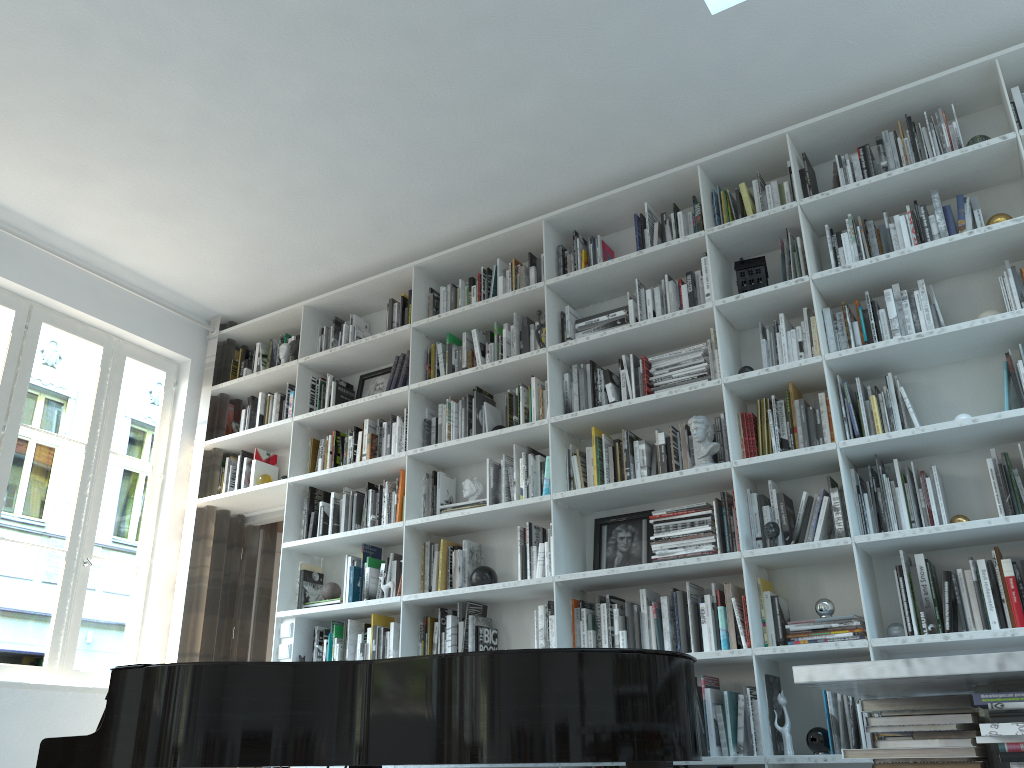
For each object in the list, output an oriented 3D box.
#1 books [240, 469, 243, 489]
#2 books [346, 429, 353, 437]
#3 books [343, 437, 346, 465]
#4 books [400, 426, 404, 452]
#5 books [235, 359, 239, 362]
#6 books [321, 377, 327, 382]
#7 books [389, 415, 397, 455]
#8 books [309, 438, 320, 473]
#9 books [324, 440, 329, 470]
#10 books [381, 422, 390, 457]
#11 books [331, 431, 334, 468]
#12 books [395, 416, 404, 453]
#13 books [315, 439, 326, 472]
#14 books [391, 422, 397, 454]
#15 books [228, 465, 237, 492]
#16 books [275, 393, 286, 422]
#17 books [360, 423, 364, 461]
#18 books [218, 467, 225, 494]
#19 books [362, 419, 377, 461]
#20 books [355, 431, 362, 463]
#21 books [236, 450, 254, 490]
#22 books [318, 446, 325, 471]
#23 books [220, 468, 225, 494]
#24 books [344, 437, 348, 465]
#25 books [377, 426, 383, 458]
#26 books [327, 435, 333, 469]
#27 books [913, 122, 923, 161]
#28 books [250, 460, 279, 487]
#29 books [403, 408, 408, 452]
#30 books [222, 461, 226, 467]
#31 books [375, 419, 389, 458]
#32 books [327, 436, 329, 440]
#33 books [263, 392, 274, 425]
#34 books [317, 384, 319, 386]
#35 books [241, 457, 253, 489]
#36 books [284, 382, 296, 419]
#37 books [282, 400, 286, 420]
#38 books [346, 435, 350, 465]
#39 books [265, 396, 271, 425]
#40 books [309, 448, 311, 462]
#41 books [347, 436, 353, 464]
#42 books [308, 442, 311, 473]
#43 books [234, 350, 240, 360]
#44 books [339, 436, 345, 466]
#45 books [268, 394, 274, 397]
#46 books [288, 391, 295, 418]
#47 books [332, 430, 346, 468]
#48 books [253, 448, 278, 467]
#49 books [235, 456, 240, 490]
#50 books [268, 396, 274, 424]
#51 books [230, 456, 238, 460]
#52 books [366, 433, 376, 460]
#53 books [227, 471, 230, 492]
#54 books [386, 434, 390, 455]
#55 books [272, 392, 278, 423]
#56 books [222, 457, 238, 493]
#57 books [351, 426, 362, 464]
[{"bbox_3d":[-1.572,0.616,5.393,0.024,0.192,0.181,-14,-26,29],"label":"books"},{"bbox_3d":[-0.892,0.407,5.034,0.012,0.276,0.151,-14,-26,29],"label":"books"},{"bbox_3d":[-0.900,0.432,5.034,0.012,0.229,0.150,-14,-26,29],"label":"books"},{"bbox_3d":[-0.548,0.349,4.821,0.013,0.205,0.173,-14,-26,29],"label":"books"},{"bbox_3d":[-1.761,-0.026,5.806,0.011,0.240,0.151,-14,-26,29],"label":"books"},{"bbox_3d":[-1.098,0.116,5.291,0.006,0.287,0.144,-14,-26,29],"label":"books"},{"bbox_3d":[-0.608,0.327,4.861,0.012,0.279,0.188,-14,-26,29],"label":"books"},{"bbox_3d":[-1.107,0.462,5.139,0.012,0.262,0.181,-14,-26,29],"label":"books"},{"bbox_3d":[-1.003,0.453,5.078,0.030,0.229,0.172,-14,-26,29],"label":"books"},{"bbox_3d":[-0.660,0.356,4.902,0.029,0.259,0.158,-14,-26,29],"label":"books"},{"bbox_3d":[-0.969,0.422,5.071,0.020,0.279,0.165,-14,-26,29],"label":"books"},{"bbox_3d":[-0.570,0.323,4.831,0.022,0.262,0.175,-14,-26,29],"label":"books"},{"bbox_3d":[-1.067,0.462,5.133,0.062,0.257,0.153,-14,-26,29],"label":"books"},{"bbox_3d":[-0.592,0.343,4.837,0.031,0.229,0.173,-14,-26,29],"label":"books"},{"bbox_3d":[-1.671,0.629,5.454,0.010,0.219,0.182,-14,-26,29],"label":"books"},{"bbox_3d":[-1.378,0.199,5.427,0.030,0.250,0.166,-14,-26,29],"label":"books"},{"bbox_3d":[-0.775,0.371,4.947,0.023,0.270,0.187,-14,-26,29],"label":"books"},{"bbox_3d":[-1.748,0.645,5.498,0.013,0.227,0.179,-14,-26,29],"label":"books"},{"bbox_3d":[-0.756,0.357,4.933,0.030,0.284,0.185,-14,-26,29],"label":"books"},{"bbox_3d":[-0.809,0.402,4.976,0.047,0.237,0.163,-14,-26,29],"label":"books"},{"bbox_3d":[-1.596,0.568,5.411,0.013,0.295,0.188,-14,-26,29],"label":"books"},{"bbox_3d":[-1.041,0.473,5.081,0.026,0.194,0.176,-14,-26,29],"label":"books"},{"bbox_3d":[-1.736,0.645,5.491,0.013,0.221,0.163,-14,-26,29],"label":"books"},{"bbox_3d":[-0.887,0.427,5.007,0.014,0.217,0.164,-14,-26,29],"label":"books"},{"bbox_3d":[-0.684,0.369,4.895,0.013,0.231,0.172,-14,-26,29],"label":"books"},{"bbox_3d":[-0.985,0.437,5.070,0.014,0.251,0.187,-14,-26,29],"label":"books"},{"bbox_3d":[1.758,-0.963,3.796,0.006,0.287,0.156,-14,-26,29],"label":"books"},{"bbox_3d":[-1.493,0.582,5.340,0.029,0.210,0.187,-14,-26,29],"label":"books"},{"bbox_3d":[-0.528,0.296,4.804,0.012,0.289,0.183,-14,-26,29],"label":"books"},{"bbox_3d":[-1.764,0.623,5.504,0.011,0.271,0.189,-14,-26,29],"label":"books"},{"bbox_3d":[-0.695,0.352,4.924,0.025,0.285,0.161,-14,-26,29],"label":"books"},{"bbox_3d":[-1.018,0.444,5.098,0.010,0.261,0.151,-14,-26,29],"label":"books"},{"bbox_3d":[-1.471,0.209,5.499,0.037,0.290,0.156,-14,-26,29],"label":"books"},{"bbox_3d":[-1.100,0.137,5.263,0.009,0.227,0.185,-14,-26,29],"label":"books"},{"bbox_3d":[-1.554,0.583,5.371,0.021,0.236,0.189,-14,-26,29],"label":"books"},{"bbox_3d":[-1.311,0.159,5.401,0.012,0.302,0.189,-14,-26,29],"label":"books"},{"bbox_3d":[-1.343,0.216,5.420,0.028,0.211,0.139,-14,-26,29],"label":"books"},{"bbox_3d":[-0.872,0.422,5.008,0.011,0.228,0.171,-14,-26,29],"label":"books"},{"bbox_3d":[-1.443,0.218,5.466,0.012,0.248,0.192,-14,-26,29],"label":"books"},{"bbox_3d":[-1.116,0.483,5.148,0.022,0.231,0.151,-14,-26,29],"label":"books"},{"bbox_3d":[-0.858,0.420,4.990,0.031,0.216,0.173,-14,-26,29],"label":"books"},{"bbox_3d":[-1.126,0.480,5.167,0.012,0.253,0.161,-14,-26,29],"label":"books"},{"bbox_3d":[-1.778,-0.058,5.814,0.012,0.306,0.181,-14,-26,29],"label":"books"},{"bbox_3d":[-0.928,0.428,5.049,0.047,0.248,0.134,-14,-26,29],"label":"books"},{"bbox_3d":[-1.454,0.212,5.476,0.013,0.267,0.162,-14,-26,29],"label":"books"},{"bbox_3d":[-1.270,0.179,5.356,0.029,0.228,0.192,-14,-26,29],"label":"books"},{"bbox_3d":[-0.961,0.416,5.054,0.011,0.276,0.164,-14,-26,29],"label":"books"},{"bbox_3d":[-1.505,0.551,5.377,0.013,0.297,0.179,-14,-26,29],"label":"books"},{"bbox_3d":[-1.629,0.593,5.451,0.022,0.280,0.157,-14,-26,29],"label":"books"},{"bbox_3d":[-1.429,0.217,5.457,0.022,0.243,0.174,-14,-26,29],"label":"books"},{"bbox_3d":[-1.713,0.612,5.518,0.013,0.301,0.135,-14,-26,29],"label":"books"},{"bbox_3d":[-0.732,0.391,4.898,0.029,0.194,0.192,-14,-26,29],"label":"books"},{"bbox_3d":[-1.683,0.646,5.465,0.029,0.196,0.161,-14,-26,29],"label":"books"},{"bbox_3d":[-0.639,0.384,4.874,0.022,0.185,0.137,-14,-26,29],"label":"books"},{"bbox_3d":[-1.401,0.201,5.442,0.025,0.260,0.167,-14,-26,29],"label":"books"},{"bbox_3d":[-1.710,0.610,5.488,0.023,0.280,0.171,-14,-26,29],"label":"books"},{"bbox_3d":[-0.837,0.391,4.994,0.014,0.271,0.181,-14,-26,29],"label":"books"}]
